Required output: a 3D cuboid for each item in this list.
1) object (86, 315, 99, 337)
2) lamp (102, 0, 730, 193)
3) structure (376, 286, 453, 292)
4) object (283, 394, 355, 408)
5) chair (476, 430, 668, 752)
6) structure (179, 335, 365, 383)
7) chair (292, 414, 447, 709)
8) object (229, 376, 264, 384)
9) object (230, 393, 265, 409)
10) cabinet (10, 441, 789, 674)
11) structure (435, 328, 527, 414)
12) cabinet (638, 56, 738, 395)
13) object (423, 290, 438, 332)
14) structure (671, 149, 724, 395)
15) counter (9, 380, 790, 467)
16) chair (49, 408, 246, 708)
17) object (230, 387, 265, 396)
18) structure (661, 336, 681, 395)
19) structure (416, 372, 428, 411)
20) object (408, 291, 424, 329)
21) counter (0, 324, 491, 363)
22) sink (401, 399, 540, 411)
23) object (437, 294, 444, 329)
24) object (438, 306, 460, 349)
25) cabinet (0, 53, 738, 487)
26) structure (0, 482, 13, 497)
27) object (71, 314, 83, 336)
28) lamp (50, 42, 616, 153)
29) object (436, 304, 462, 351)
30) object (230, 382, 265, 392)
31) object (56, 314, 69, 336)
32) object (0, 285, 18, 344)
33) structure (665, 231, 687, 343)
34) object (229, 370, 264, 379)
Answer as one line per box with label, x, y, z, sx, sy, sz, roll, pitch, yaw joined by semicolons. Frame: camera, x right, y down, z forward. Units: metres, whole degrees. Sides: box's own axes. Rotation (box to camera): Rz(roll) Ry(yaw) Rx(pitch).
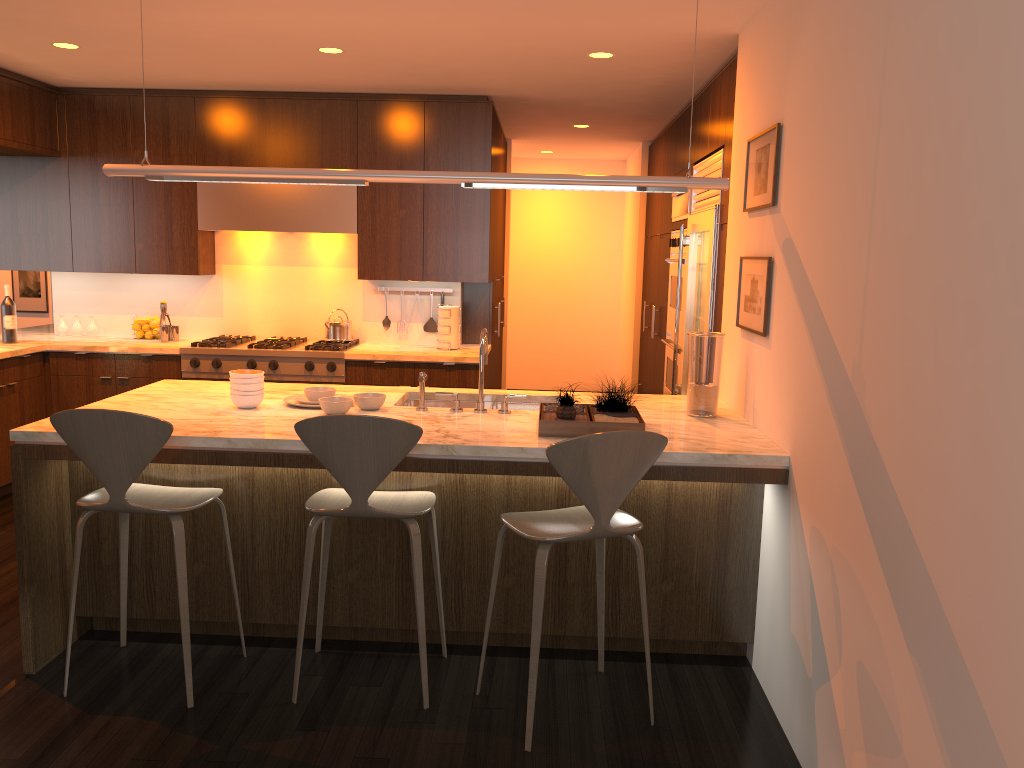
object;-2.976;-0.413;6.286;0.079;0.154;0.079;-1;9;-15
lamp;-0.378;-1.165;3.474;2.465;0.765;0.120;2;8;2
structure;-0.688;-0.664;6.235;0.541;0.031;0.048;2;8;5
object;-0.821;0.074;3.799;0.310;0.021;0.309;2;8;2
chair;0.217;0.625;2.995;0.520;1.047;0.506;-2;9;-23
structure;-1.592;-0.282;6.070;1.067;0.422;0.824;2;8;2
chair;-0.510;0.581;3.173;0.520;1.047;0.506;2;8;2
object;-1.092;0.000;3.656;0.140;0.064;0.139;-2;9;-23
object;-1.094;0.067;3.666;0.140;0.059;0.139;0;8;-7
cabinet;-0.396;0.582;3.764;2.713;0.876;1.281;2;8;2
structure;-0.103;-0.055;3.701;0.310;0.341;0.321;8;11;39
cabinet;1.423;-0.566;6.174;0.690;2.540;3.924;2;8;2
object;-0.567;-0.513;6.262;0.112;0.303;0.036;2;8;2
structure;1.339;-0.206;5.122;0.687;2.129;0.915;2;8;2
counter;-0.385;0.130;3.699;2.711;0.038;1.280;2;8;2
chair;-1.304;0.563;3.159;0.520;1.047;0.506;2;8;7
object;-1.093;0.043;3.663;0.140;0.068;0.139;-1;9;-15
structure;1.077;-0.026;6.029;0.064;0.544;0.710;2;8;2
structure;-0.375;0.031;3.690;0.050;0.161;0.067;2;8;2
object;-0.678;-0.522;6.248;0.114;0.271;0.008;2;8;2
counter;-1.991;-0.194;5.626;3.616;0.038;3.187;2;8;2
sink;-0.124;0.200;3.999;0.813;0.176;0.457;2;8;2
object;-0.491;-0.494;6.245;0.063;0.281;0.063;-2;9;-20
object;-0.430;-0.385;6.038;0.144;0.286;0.149;-1;9;-16
cabinet;-1.056;-0.591;4.341;5.521;2.997;7.728;2;8;2
structure;-1.993;0.256;5.756;3.400;0.862;3.060;2;8;2
object;-3.086;-0.416;6.292;0.079;0.154;0.079;-1;9;-15
lamp;-7.612;-2.239;6.319;16.431;0.171;5.868;2;8;2
object;-0.436;-0.389;6.044;0.168;0.304;0.160;-7;12;-44
object;-1.092;0.022;3.659;0.140;0.062;0.139;2;8;2
object;-3.194;-0.420;6.297;0.079;0.154;0.079;-1;9;-15
object;-3.263;-0.454;5.748;0.094;0.378;0.095;6;9;27
structure;1.398;-0.369;5.967;0.687;1.294;0.743;2;8;2
object;-1.092;-0.021;3.654;0.140;0.062;0.139;3;8;10
